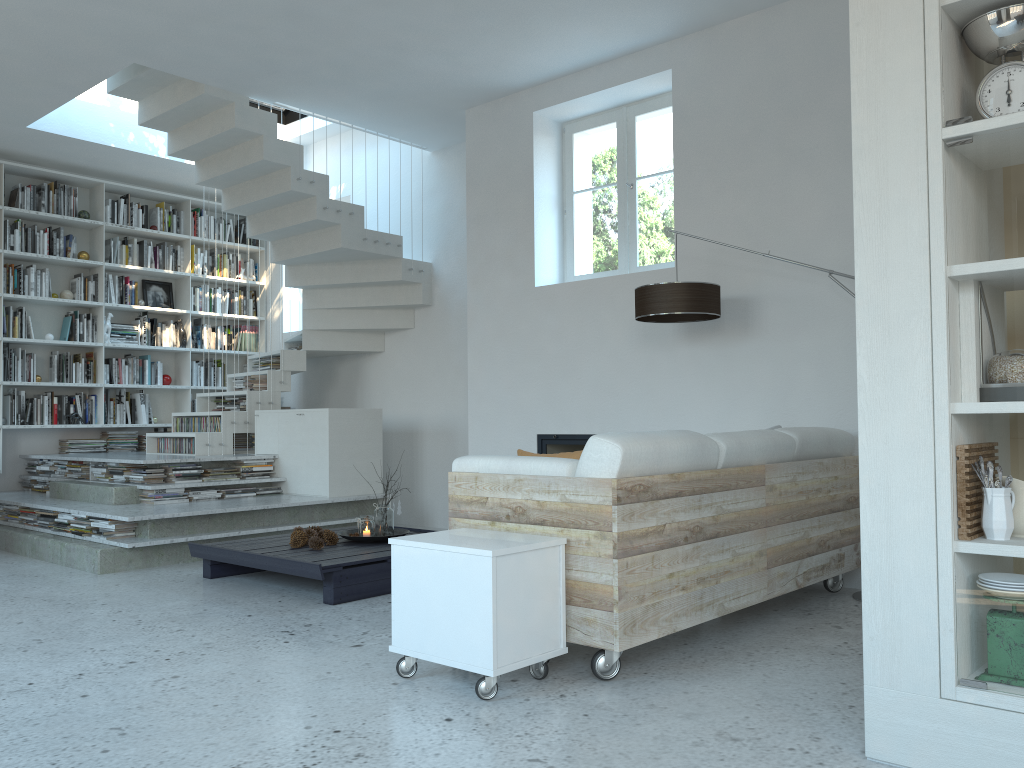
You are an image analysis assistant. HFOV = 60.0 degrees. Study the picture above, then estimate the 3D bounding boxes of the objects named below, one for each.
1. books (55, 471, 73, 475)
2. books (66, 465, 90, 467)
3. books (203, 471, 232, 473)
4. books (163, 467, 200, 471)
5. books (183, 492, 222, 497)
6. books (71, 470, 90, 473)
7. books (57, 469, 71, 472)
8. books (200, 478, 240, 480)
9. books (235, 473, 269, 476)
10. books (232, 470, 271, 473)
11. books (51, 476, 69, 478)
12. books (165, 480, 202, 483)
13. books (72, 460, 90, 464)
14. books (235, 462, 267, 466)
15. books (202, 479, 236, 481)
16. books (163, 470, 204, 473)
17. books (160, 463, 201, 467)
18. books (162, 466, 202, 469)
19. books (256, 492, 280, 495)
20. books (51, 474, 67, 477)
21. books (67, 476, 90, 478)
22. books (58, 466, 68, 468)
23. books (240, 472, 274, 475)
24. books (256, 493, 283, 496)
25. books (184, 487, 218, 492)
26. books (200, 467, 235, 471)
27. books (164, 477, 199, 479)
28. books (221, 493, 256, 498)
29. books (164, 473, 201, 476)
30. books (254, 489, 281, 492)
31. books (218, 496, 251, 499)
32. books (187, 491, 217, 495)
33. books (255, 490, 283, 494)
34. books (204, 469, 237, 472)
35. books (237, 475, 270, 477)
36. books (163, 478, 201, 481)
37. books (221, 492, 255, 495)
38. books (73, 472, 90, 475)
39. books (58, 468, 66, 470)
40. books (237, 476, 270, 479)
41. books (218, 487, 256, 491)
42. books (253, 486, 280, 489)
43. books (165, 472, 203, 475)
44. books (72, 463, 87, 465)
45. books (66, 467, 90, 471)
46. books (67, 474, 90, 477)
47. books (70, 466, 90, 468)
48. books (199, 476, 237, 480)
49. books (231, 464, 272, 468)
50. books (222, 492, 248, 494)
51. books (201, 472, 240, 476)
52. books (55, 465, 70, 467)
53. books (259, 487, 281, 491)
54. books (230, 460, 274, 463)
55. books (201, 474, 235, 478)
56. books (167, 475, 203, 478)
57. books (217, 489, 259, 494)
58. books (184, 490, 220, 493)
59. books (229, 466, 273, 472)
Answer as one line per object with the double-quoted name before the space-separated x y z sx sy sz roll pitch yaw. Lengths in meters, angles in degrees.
"books" -3.656 0.735 7.343 0.164 0.023 0.242 2 -3 -44
"books" -3.445 0.657 7.150 0.261 0.009 0.187 -3 -3 41
"books" -2.267 0.674 6.794 0.160 0.010 0.179 -3 -3 44
"books" -2.456 0.631 6.588 0.154 0.018 0.221 -3 -3 43
"books" -2.308 0.816 6.560 0.158 0.012 0.272 -3 -3 40
"books" -3.437 0.700 7.158 0.203 0.018 0.159 -3 -3 40
"books" -3.649 0.714 7.352 0.221 0.018 0.154 -3 -3 41
"books" -2.258 0.725 6.785 0.287 0.005 0.165 2 -3 -43
"books" -2.073 0.714 7.020 0.132 0.016 0.262 -2 -3 37
"books" -2.069 0.691 7.018 0.160 0.014 0.268 -3 -3 41
"books" -3.658 0.764 7.339 0.296 0.012 0.183 -3 -3 41
"books" -2.445 0.720 6.577 0.177 0.015 0.216 -3 -3 40
"books" -3.436 0.626 7.162 0.139 0.028 0.262 2 -3 -43
"books" -2.063 0.629 7.013 0.192 0.024 0.167 2 -3 -43
"books" -2.258 0.731 6.785 0.174 0.007 0.291 -3 -3 45
"books" -2.437 0.646 6.571 0.230 0.015 0.190 2 -3 -43
"books" -2.466 0.606 6.597 0.128 0.016 0.261 -3 -3 41
"books" -2.450 0.617 6.583 0.159 0.009 0.228 -2 -3 38
"books" -1.946 0.860 6.973 0.160 0.010 0.179 -3 -3 42
"books" -3.662 0.752 7.336 0.235 0.012 0.190 -3 -3 40
"books" -3.447 0.744 7.144 0.182 0.011 0.253 2 -3 -44
"books" -3.648 0.686 7.353 0.220 0.013 0.144 -3 -3 45
"books" -2.054 0.701 7.004 0.281 0.008 0.181 2 -3 -43
"books" -1.942 0.868 6.970 0.151 0.006 0.261 -2 -3 38
"books" -2.315 0.781 6.566 0.149 0.013 0.220 -3 -3 41
"books" -2.258 0.650 6.787 0.173 0.011 0.203 -2 -3 37
"books" -2.460 0.695 6.591 0.131 0.012 0.207 -2 -3 38
"books" -2.111 0.845 6.765 0.177 0.018 0.250 -3 -3 45
"books" -2.451 0.670 6.583 0.168 0.012 0.210 -3 -3 43
"books" -1.950 0.834 6.978 0.225 0.007 0.133 2 -3 -44
"books" -2.127 0.859 6.778 0.144 0.009 0.249 -3 -3 41
"books" -2.317 0.802 6.568 0.134 0.018 0.211 -3 -3 45
"books" -1.948 0.846 6.975 0.151 0.017 0.234 -3 -3 43
"books" -2.263 0.662 6.791 0.172 0.013 0.246 -3 -3 41
"books" -2.068 0.726 7.016 0.152 0.009 0.259 -3 -3 39
"books" -2.456 0.707 6.587 0.148 0.013 0.227 -3 -3 40
"books" -2.116 0.834 6.769 0.161 0.005 0.254 -2 -3 38
"books" -3.428 0.717 7.167 0.237 0.017 0.138 -3 -3 41
"books" -3.646 0.699 7.355 0.215 0.013 0.150 -3 -3 42
"books" -2.061 0.735 7.009 0.177 0.011 0.220 -3 -3 40
"books" -2.122 0.801 6.765 0.176 0.009 0.275 -3 -3 42
"books" -1.954 0.814 6.982 0.130 0.007 0.215 -3 -3 44
"books" -2.453 0.659 6.585 0.153 0.009 0.260 -3 -3 45
"books" -3.428 0.647 7.170 0.296 0.013 0.128 -3 -3 40
"books" -3.443 0.682 7.152 0.293 0.017 0.179 -3 -3 43
"books" -3.443 0.732 7.150 0.247 0.014 0.178 -3 -3 40
"books" -3.441 0.668 7.155 0.161 0.012 0.254 2 -3 -44
"books" -2.273 0.716 6.799 0.134 0.014 0.293 -3 -3 39
"books" -2.057 0.647 7.008 0.261 0.012 0.179 2 -3 -44
"books" -2.129 0.828 6.781 0.129 0.009 0.273 -3 -3 45
"books" -2.250 0.685 6.779 0.187 0.014 0.273 -2 -3 37
"books" -3.654 0.675 7.348 0.234 0.008 0.167 -3 -3 41
"books" -1.955 0.824 6.982 0.133 0.014 0.229 -3 -3 41
"books" -2.055 0.611 7.006 0.181 0.013 0.285 -2 -3 37
"books" -2.261 0.700 6.788 0.177 0.015 0.214 -3 -3 43
"books" -2.443 0.682 6.575 0.189 0.013 0.215 -3 -3 41
"books" -2.110 0.813 6.764 0.190 0.018 0.287 -3 -3 41
"books" -2.313 0.790 6.565 0.152 0.005 0.242 -3 -3 43
"books" -2.063 0.668 7.012 0.177 0.030 0.284 -3 -3 43
